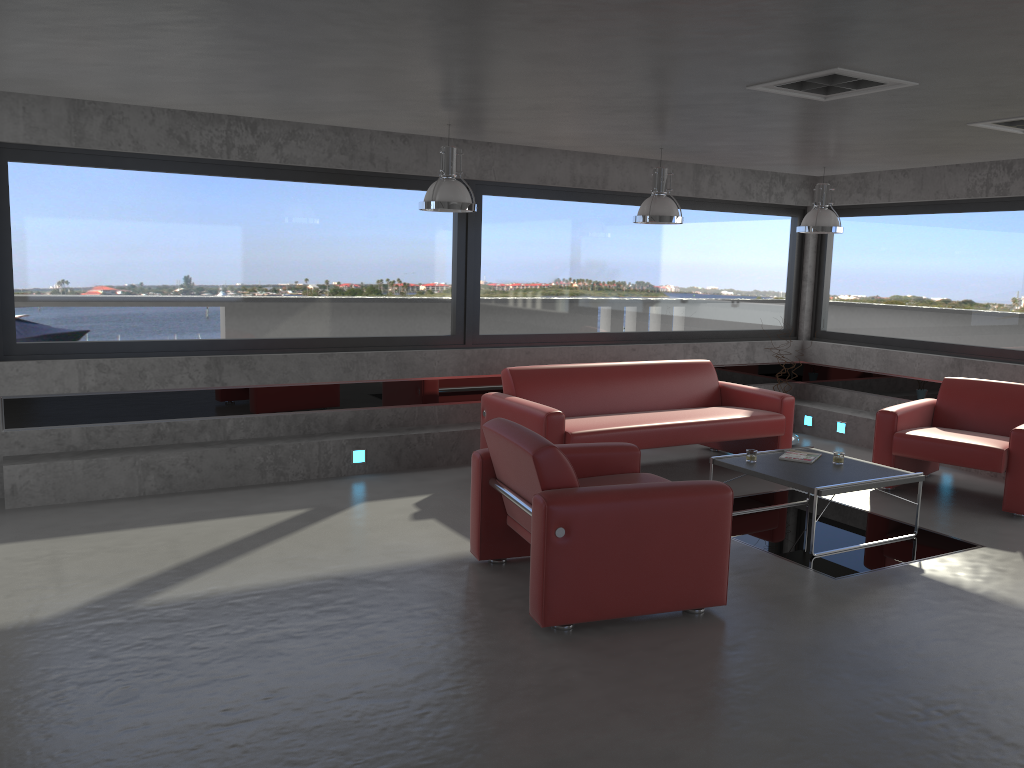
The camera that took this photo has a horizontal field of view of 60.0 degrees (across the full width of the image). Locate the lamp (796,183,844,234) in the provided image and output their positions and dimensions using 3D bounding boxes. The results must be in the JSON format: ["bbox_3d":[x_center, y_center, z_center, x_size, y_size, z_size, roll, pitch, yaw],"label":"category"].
[{"bbox_3d":[2.695,-1.531,7.722,0.389,0.422,0.388,-5,10,-40],"label":"lamp"}]

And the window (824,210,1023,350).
[{"bbox_3d":[4.641,-0.948,8.043,0.003,1.364,4.583,-3,9,-30],"label":"window"}]

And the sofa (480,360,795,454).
[{"bbox_3d":[1.130,0.288,7.584,2.626,0.854,1.120,-3,9,-30],"label":"sofa"}]

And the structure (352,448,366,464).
[{"bbox_3d":[-1.245,0.589,7.211,0.123,0.123,0.004,-3,9,-30],"label":"structure"}]

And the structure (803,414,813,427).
[{"bbox_3d":[3.187,0.396,9.539,0.004,0.123,0.123,-3,9,-30],"label":"structure"}]

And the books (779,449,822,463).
[{"bbox_3d":[2.065,0.515,6.346,0.228,0.022,0.326,6,9,30],"label":"books"}]

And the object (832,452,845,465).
[{"bbox_3d":[2.274,0.516,6.176,0.079,0.077,0.079,-2,8,-22],"label":"object"}]

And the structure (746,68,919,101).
[{"bbox_3d":[1.549,-1.563,4.291,0.563,0.240,0.563,-3,9,-30],"label":"structure"}]

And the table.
[{"bbox_3d":[2.061,0.768,6.094,1.018,0.436,0.994,-3,9,-30],"label":"table"}]

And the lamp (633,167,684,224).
[{"bbox_3d":[1.134,-1.453,6.830,0.388,0.422,0.389,-3,9,-30],"label":"lamp"}]

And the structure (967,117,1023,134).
[{"bbox_3d":[3.101,-1.640,5.178,0.563,0.240,0.563,-3,9,-30],"label":"structure"}]

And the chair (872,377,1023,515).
[{"bbox_3d":[3.661,0.429,7.073,1.130,0.854,1.196,-6,11,-45],"label":"chair"}]

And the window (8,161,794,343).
[{"bbox_3d":[-0.205,-1.093,8.105,7.800,1.364,0.003,-3,9,-30],"label":"window"}]

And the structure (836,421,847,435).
[{"bbox_3d":[3.402,0.453,9.167,0.004,0.123,0.123,-3,9,-30],"label":"structure"}]

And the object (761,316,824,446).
[{"bbox_3d":[2.740,-0.035,8.944,0.466,1.289,0.531,-1,8,-17],"label":"object"}]

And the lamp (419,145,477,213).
[{"bbox_3d":[-0.427,-1.375,5.938,0.388,0.422,0.389,-3,9,-30],"label":"lamp"}]

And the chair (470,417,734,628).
[{"bbox_3d":[0.475,0.642,4.854,1.130,0.854,1.196,-1,8,-20],"label":"chair"}]

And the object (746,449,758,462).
[{"bbox_3d":[1.666,0.500,6.169,0.079,0.077,0.079,9,11,43],"label":"object"}]
